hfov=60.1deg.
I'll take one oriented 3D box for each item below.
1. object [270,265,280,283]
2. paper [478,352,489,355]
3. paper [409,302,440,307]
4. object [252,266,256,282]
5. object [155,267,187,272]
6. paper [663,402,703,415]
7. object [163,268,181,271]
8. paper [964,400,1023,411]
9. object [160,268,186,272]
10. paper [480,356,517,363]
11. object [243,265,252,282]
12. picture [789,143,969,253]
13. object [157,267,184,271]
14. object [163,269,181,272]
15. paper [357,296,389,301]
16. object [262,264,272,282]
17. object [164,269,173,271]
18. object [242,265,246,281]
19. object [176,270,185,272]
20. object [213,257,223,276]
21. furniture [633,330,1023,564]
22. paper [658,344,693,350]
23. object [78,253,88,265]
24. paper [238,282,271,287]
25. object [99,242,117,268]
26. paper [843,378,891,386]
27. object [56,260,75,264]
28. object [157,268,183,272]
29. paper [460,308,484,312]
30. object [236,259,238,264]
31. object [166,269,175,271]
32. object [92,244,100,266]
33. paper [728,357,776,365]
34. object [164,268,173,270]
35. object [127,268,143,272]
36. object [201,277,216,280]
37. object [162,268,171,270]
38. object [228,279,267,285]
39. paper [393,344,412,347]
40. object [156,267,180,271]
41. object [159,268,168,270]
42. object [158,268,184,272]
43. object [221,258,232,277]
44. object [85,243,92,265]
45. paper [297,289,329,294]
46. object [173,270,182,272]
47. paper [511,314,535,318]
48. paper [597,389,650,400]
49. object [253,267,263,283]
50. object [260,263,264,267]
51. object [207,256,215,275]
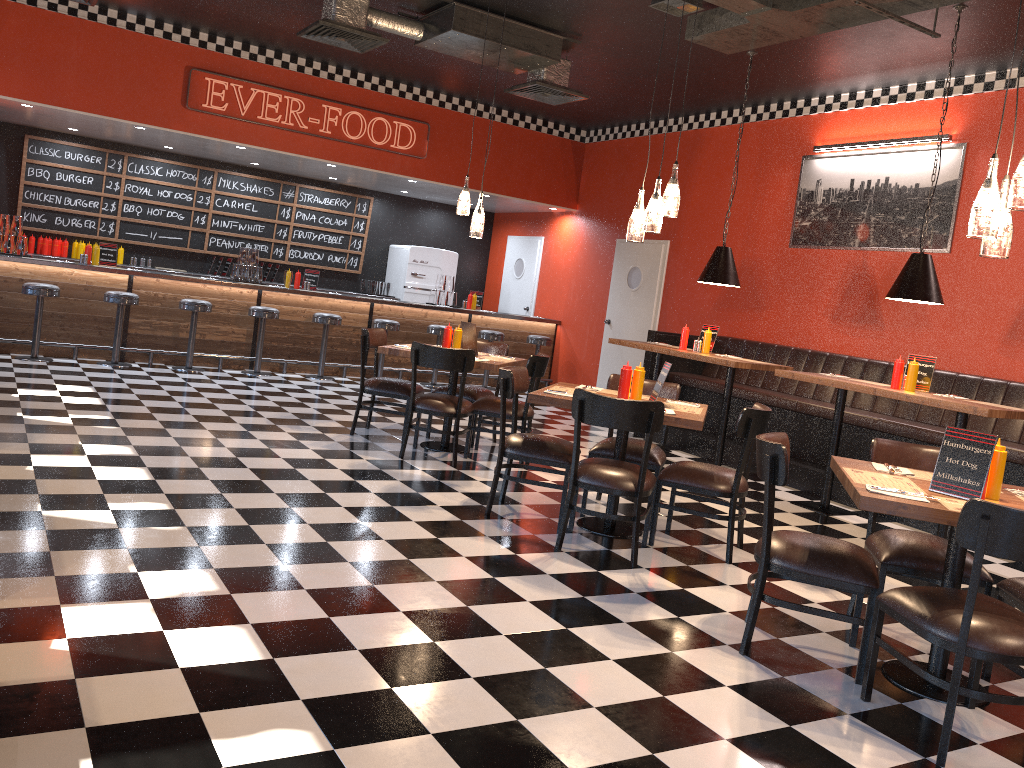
[{"bbox_3d":[-3.360,-1.567,12.557,0.072,0.256,0.189,6,5,-26],"label":"object"},{"bbox_3d":[-0.379,-0.272,7.412,0.366,0.001,0.261,9,6,16],"label":"paper"},{"bbox_3d":[-1.161,-1.044,11.610,0.365,0.001,0.262,4,7,-30],"label":"paper"},{"bbox_3d":[-3.133,-1.329,10.797,0.105,0.208,0.105,9,4,13],"label":"object"},{"bbox_3d":[-4.559,-1.530,11.830,0.365,0.001,0.262,4,7,-32],"label":"object"},{"bbox_3d":[0.985,0.140,5.215,0.261,0.001,0.366,9,6,14],"label":"paper"},{"bbox_3d":[-4.558,-1.534,11.830,0.365,0.001,0.262,4,7,-31],"label":"object"},{"bbox_3d":[3.219,0.145,5.845,0.260,0.001,0.367,4,7,-29],"label":"paper"},{"bbox_3d":[-4.559,-1.529,11.830,0.365,0.001,0.262,4,7,-34],"label":"object"},{"bbox_3d":[-0.125,-0.196,7.012,0.261,0.001,0.366,9,6,13],"label":"paper"},{"bbox_3d":[-3.172,-1.318,10.646,0.105,0.208,0.105,9,4,13],"label":"object"},{"bbox_3d":[3.353,-1.719,8.292,0.023,0.937,1.779,6,6,-31],"label":"picture"},{"bbox_3d":[-4.558,-1.536,11.830,0.365,0.001,0.262,4,7,-30],"label":"object"},{"bbox_3d":[-4.560,-1.522,11.831,0.365,0.001,0.262,4,7,-30],"label":"object"},{"bbox_3d":[-1.767,-1.082,11.200,0.365,0.001,0.262,3,7,-35],"label":"paper"},{"bbox_3d":[-3.455,-1.573,12.499,0.074,0.257,0.190,6,5,-29],"label":"object"},{"bbox_3d":[-4.560,-1.523,11.831,0.365,0.001,0.262,4,7,-31],"label":"object"},{"bbox_3d":[-3.234,-1.336,10.735,0.105,0.208,0.105,9,4,13],"label":"object"},{"bbox_3d":[-4.559,-1.528,11.830,0.365,0.001,0.262,5,7,-28],"label":"object"},{"bbox_3d":[-4.027,-1.613,12.149,0.072,0.259,0.193,6,5,-29],"label":"object"},{"bbox_3d":[4.031,0.691,5.769,1.102,1.146,8.802,5,6,-31],"label":"furniture"},{"bbox_3d":[1.598,-0.350,8.505,0.260,0.001,0.367,4,7,-29],"label":"paper"},{"bbox_3d":[-4.646,-1.368,9.612,0.094,0.135,0.047,8,4,4],"label":"object"},{"bbox_3d":[-3.024,-1.171,10.446,0.365,0.001,0.262,4,7,-30],"label":"paper"},{"bbox_3d":[-4.510,-1.441,9.893,0.188,0.256,0.072,4,5,-41],"label":"object"},{"bbox_3d":[2.707,-0.009,6.658,0.260,0.001,0.367,4,7,-29],"label":"paper"},{"bbox_3d":[-4.743,-1.301,9.407,0.157,0.019,0.256,3,7,-36],"label":"object"},{"bbox_3d":[-4.559,-1.525,11.831,0.365,0.001,0.262,4,7,-29],"label":"object"},{"bbox_3d":[-0.521,-0.999,11.992,0.365,0.001,0.262,4,7,-31],"label":"paper"},{"bbox_3d":[-3.837,-1.600,12.267,0.072,0.256,0.189,6,5,-26],"label":"object"},{"bbox_3d":[-4.559,-1.525,11.831,0.365,0.001,0.262,4,7,-32],"label":"object"},{"bbox_3d":[-4.558,-1.419,9.711,0.068,0.237,0.068,6,4,-30],"label":"object"},{"bbox_3d":[2.079,-0.200,7.682,0.260,0.001,0.367,4,7,-29],"label":"paper"},{"bbox_3d":[-4.558,-1.535,11.830,0.365,0.001,0.262,4,7,-32],"label":"object"},{"bbox_3d":[-4.160,-1.262,9.780,0.157,0.019,0.256,5,7,-26],"label":"object"},{"bbox_3d":[-3.491,-1.218,10.215,0.157,0.019,0.256,3,7,-36],"label":"object"},{"bbox_3d":[-4.558,-1.532,11.830,0.365,0.001,0.262,4,7,-31],"label":"object"},{"bbox_3d":[-3.202,-1.231,10.711,0.436,0.018,0.274,4,7,-31],"label":"object"},{"bbox_3d":[-0.770,-0.298,7.165,0.261,0.001,0.366,9,6,14],"label":"paper"},{"bbox_3d":[-4.558,-1.533,11.830,0.365,0.001,0.262,4,7,-30],"label":"object"},{"bbox_3d":[-4.559,-1.527,11.831,0.365,0.001,0.262,4,7,-29],"label":"object"},{"bbox_3d":[-4.559,-1.526,11.831,0.365,0.001,0.262,4,7,-29],"label":"object"},{"bbox_3d":[-3.932,-1.606,12.208,0.072,0.256,0.189,5,5,-36],"label":"object"},{"bbox_3d":[-4.657,-1.435,9.734,0.068,0.237,0.068,6,4,-30],"label":"object"},{"bbox_3d":[-2.434,-1.129,10.798,0.365,0.001,0.262,4,7,-30],"label":"paper"},{"bbox_3d":[-4.560,-1.524,11.831,0.365,0.001,0.262,5,7,-26],"label":"object"},{"bbox_3d":[0.162,-0.951,12.408,0.365,0.001,0.262,5,6,-21],"label":"paper"},{"bbox_3d":[0.732,0.066,5.600,0.366,0.001,0.261,9,6,12],"label":"paper"},{"bbox_3d":[-3.064,-1.310,10.703,0.105,0.208,0.105,9,4,13],"label":"object"},{"bbox_3d":[-3.551,-1.580,12.441,0.072,0.256,0.189,6,5,-26],"label":"object"},{"bbox_3d":[-4.108,-1.619,12.105,0.070,0.257,0.190,6,5,-24],"label":"object"}]
